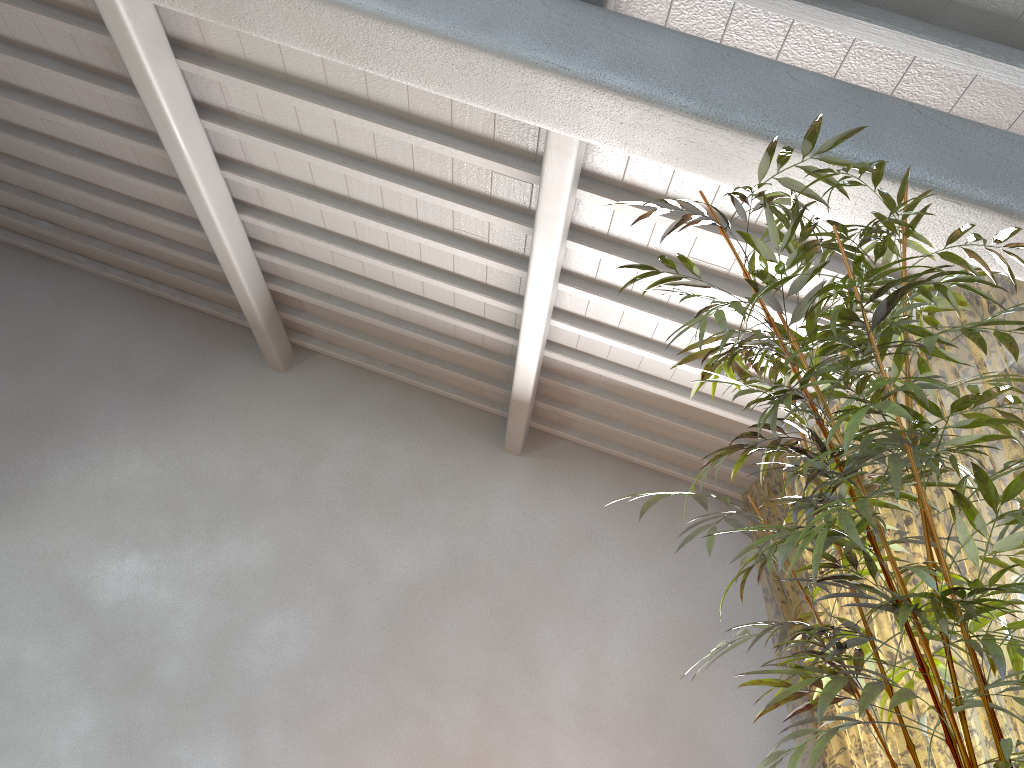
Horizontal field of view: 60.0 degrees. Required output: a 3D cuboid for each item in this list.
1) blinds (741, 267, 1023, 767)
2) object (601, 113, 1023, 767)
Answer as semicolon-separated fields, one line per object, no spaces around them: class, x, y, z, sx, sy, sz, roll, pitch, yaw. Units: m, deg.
blinds;1.905;1.271;4.245;0.306;2.546;3.505;-5;-23;-5
object;0.861;0.506;2.025;1.177;2.473;1.399;-15;-24;18
